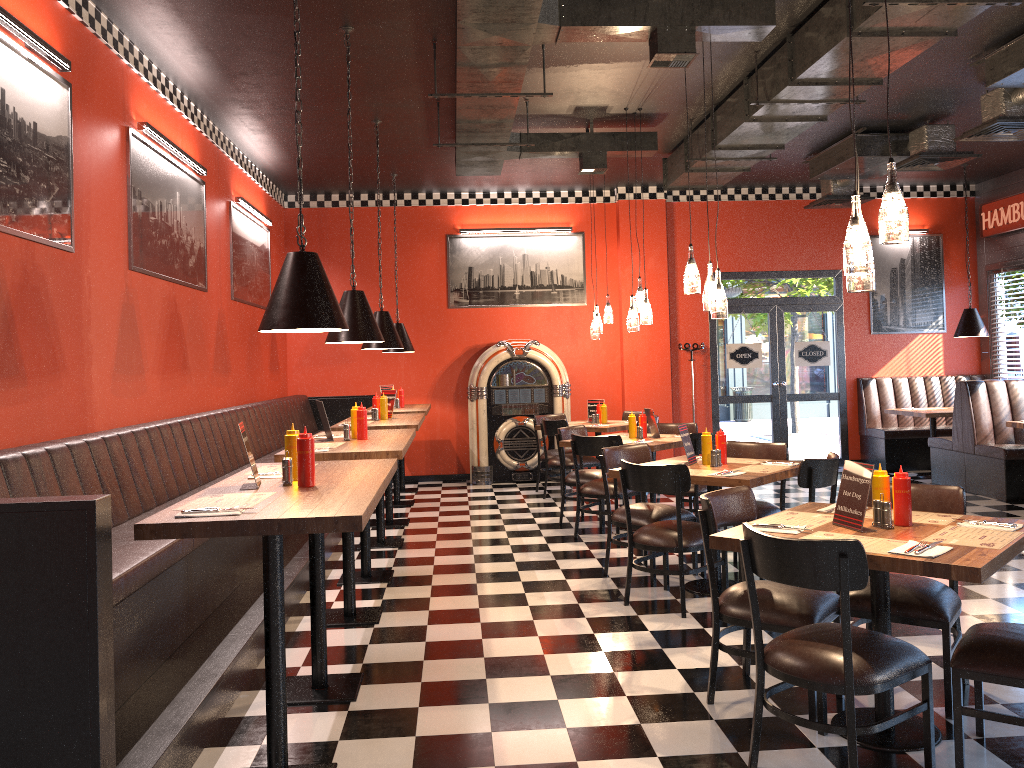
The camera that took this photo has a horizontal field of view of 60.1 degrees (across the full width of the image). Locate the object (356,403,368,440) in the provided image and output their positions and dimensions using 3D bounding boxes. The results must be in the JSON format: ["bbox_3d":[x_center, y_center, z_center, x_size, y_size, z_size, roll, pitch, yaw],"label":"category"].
[{"bbox_3d":[-0.965,0.238,5.696,0.068,0.238,0.068,-2,-1,17],"label":"object"}]

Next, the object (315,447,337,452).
[{"bbox_3d":[-1.113,0.369,4.984,0.255,0.019,0.157,-2,1,-7],"label":"object"}]

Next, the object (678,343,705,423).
[{"bbox_3d":[2.295,0.309,11.207,0.374,1.660,0.374,-2,-1,19],"label":"object"}]

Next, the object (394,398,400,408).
[{"bbox_3d":[-1.296,0.203,9.882,0.094,0.136,0.046,-1,-1,-24],"label":"object"}]

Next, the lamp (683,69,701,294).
[{"bbox_3d":[1.135,-1.565,5.733,0.108,1.967,0.108,-1,-1,-32],"label":"lamp"}]

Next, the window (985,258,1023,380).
[{"bbox_3d":[6.326,-0.676,10.529,0.127,1.715,2.026,-2,0,-4],"label":"window"}]

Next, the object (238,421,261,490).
[{"bbox_3d":[-1.044,0.281,3.527,0.072,0.257,0.188,-1,0,-12],"label":"object"}]

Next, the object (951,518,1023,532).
[{"bbox_3d":[1.846,0.546,3.467,0.157,0.019,0.255,-3,2,-45],"label":"object"}]

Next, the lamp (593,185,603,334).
[{"bbox_3d":[0.921,-1.541,9.822,0.108,1.967,0.108,-3,-2,38],"label":"lamp"}]

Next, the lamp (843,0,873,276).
[{"bbox_3d":[1.309,-1.405,3.436,0.108,1.967,0.108,-1,-1,-17],"label":"lamp"}]

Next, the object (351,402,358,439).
[{"bbox_3d":[-1.015,0.238,5.775,0.068,0.238,0.068,-2,-1,5],"label":"object"}]

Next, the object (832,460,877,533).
[{"bbox_3d":[1.348,0.440,3.500,0.072,0.257,0.188,-1,0,-14],"label":"object"}]

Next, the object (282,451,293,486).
[{"bbox_3d":[-0.905,0.337,3.570,0.047,0.136,0.093,-1,0,-13],"label":"object"}]

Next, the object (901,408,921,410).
[{"bbox_3d":[4.826,0.296,10.701,0.157,0.019,0.255,-2,1,-3],"label":"object"}]

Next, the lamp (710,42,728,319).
[{"bbox_3d":[1.289,-1.396,5.637,0.108,1.967,0.108,-2,-1,8],"label":"lamp"}]

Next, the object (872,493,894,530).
[{"bbox_3d":[1.459,0.498,3.491,0.047,0.136,0.093,-1,0,-14],"label":"object"}]

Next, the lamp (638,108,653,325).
[{"bbox_3d":[1.146,-1.499,7.747,0.108,1.967,0.108,-1,-1,-22],"label":"lamp"}]

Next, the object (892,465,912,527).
[{"bbox_3d":[1.551,0.443,3.522,0.068,0.238,0.068,-2,-1,39],"label":"object"}]

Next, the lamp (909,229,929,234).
[{"bbox_3d":[5.162,-1.999,11.644,0.610,0.056,0.081,-2,0,-4],"label":"lamp"}]

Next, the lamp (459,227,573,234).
[{"bbox_3d":[0.050,-1.962,11.312,1.444,0.056,0.081,-2,0,-4],"label":"lamp"}]

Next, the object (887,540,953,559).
[{"bbox_3d":[1.426,0.567,3.077,0.157,0.019,0.255,0,2,44],"label":"object"}]

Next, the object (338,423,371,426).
[{"bbox_3d":[-1.265,0.324,7.121,0.255,0.019,0.157,-2,1,-7],"label":"object"}]

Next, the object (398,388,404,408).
[{"bbox_3d":[-1.250,0.147,9.992,0.068,0.238,0.068,-1,-1,-10],"label":"object"}]

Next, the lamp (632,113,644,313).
[{"bbox_3d":[1.114,-1.614,7.877,0.108,1.967,0.108,-3,-2,43],"label":"lamp"}]

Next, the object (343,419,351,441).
[{"bbox_3d":[-1.056,0.293,5.665,0.047,0.136,0.093,-1,0,-14],"label":"object"}]

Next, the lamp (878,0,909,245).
[{"bbox_3d":[1.426,-1.519,3.389,0.108,1.967,0.108,-1,-1,-12],"label":"lamp"}]

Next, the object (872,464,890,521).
[{"bbox_3d":[1.500,0.442,3.601,0.068,0.238,0.068,-2,-1,11],"label":"object"}]

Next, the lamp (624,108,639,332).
[{"bbox_3d":[1.027,-1.436,7.724,0.108,1.967,0.108,-2,-1,8],"label":"lamp"}]

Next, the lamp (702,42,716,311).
[{"bbox_3d":[1.266,-1.457,5.760,0.108,1.967,0.108,-3,-2,38],"label":"lamp"}]

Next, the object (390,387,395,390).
[{"bbox_3d":[-1.344,0.150,9.996,0.068,0.238,0.068,-1,-1,-10],"label":"object"}]

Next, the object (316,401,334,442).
[{"bbox_3d":[-1.201,0.235,5.680,0.072,0.257,0.188,-1,-1,-24],"label":"object"}]

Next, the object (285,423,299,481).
[{"bbox_3d":[-0.910,0.283,3.688,0.068,0.238,0.068,-1,-1,-29],"label":"object"}]

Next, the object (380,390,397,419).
[{"bbox_3d":[-1.116,0.182,7.898,0.188,0.257,0.072,-2,-1,37],"label":"object"}]

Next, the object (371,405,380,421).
[{"bbox_3d":[-1.194,0.250,7.721,0.047,0.136,0.093,-1,-1,-39],"label":"object"}]

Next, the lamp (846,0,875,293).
[{"bbox_3d":[1.362,-1.350,3.547,0.108,1.967,0.108,-3,-2,43],"label":"lamp"}]

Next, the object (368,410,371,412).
[{"bbox_3d":[-1.372,0.278,9.253,0.255,0.019,0.157,-2,1,-7],"label":"object"}]

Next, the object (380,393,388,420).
[{"bbox_3d":[-1.126,0.195,7.785,0.068,0.238,0.068,-1,-1,-15],"label":"object"}]

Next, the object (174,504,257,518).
[{"bbox_3d":[-0.960,0.412,2.898,0.255,0.019,0.157,-2,1,-7],"label":"object"}]

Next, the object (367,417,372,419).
[{"bbox_3d":[-1.326,0.304,8.038,0.255,0.019,0.157,-2,1,-7],"label":"object"}]

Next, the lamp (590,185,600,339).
[{"bbox_3d":[0.901,-1.484,9.942,0.108,1.967,0.108,-1,-1,-22],"label":"lamp"}]

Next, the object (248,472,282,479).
[{"bbox_3d":[-1.014,0.392,3.856,0.255,0.019,0.157,-2,1,-7],"label":"object"}]

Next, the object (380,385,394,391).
[{"bbox_3d":[-1.405,0.140,10.077,0.188,0.257,0.072,-1,-1,-44],"label":"object"}]

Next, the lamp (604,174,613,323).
[{"bbox_3d":[1.046,-1.657,9.853,0.108,1.967,0.108,-2,-1,28],"label":"lamp"}]

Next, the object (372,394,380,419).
[{"bbox_3d":[-1.200,0.195,7.842,0.068,0.238,0.068,-1,-1,-9],"label":"object"}]

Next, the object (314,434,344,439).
[{"bbox_3d":[-1.199,0.349,5.947,0.255,0.019,0.157,-2,1,-7],"label":"object"}]

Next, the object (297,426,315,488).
[{"bbox_3d":[-0.811,0.284,3.488,0.068,0.238,0.068,-1,-1,-29],"label":"object"}]
